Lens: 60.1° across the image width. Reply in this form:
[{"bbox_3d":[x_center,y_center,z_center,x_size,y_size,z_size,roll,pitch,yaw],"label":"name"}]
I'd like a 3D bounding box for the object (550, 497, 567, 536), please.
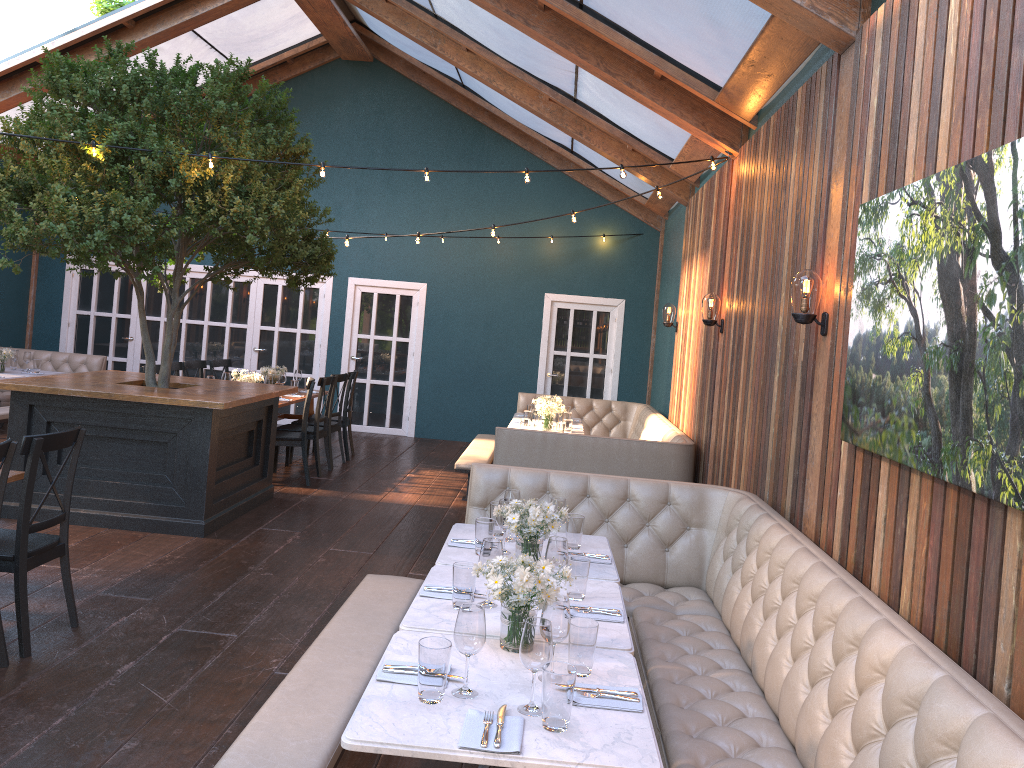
[{"bbox_3d":[0.211,0.663,4.187,0.092,0.244,0.092,4,1,-39],"label":"object"}]

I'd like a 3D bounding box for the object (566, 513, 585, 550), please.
[{"bbox_3d":[0.299,0.709,4.247,0.091,0.158,0.092,5,1,-11],"label":"object"}]

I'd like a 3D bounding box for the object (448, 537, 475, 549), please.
[{"bbox_3d":[-0.171,0.746,4.154,0.255,0.019,0.158,5,4,3],"label":"object"}]

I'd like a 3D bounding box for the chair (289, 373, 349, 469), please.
[{"bbox_3d":[-2.139,0.376,9.862,0.540,1.020,0.477,5,1,8],"label":"chair"}]

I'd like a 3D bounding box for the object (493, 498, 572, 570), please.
[{"bbox_3d":[0.078,0.642,3.848,0.336,0.309,0.329,5,2,15],"label":"object"}]

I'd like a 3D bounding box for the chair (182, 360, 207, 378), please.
[{"bbox_3d":[-3.431,0.263,9.933,0.540,1.020,0.477,5,1,8],"label":"chair"}]

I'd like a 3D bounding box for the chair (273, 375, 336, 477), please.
[{"bbox_3d":[-2.170,0.410,9.302,0.539,1.020,0.477,5,1,3],"label":"chair"}]

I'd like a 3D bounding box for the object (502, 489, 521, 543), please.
[{"bbox_3d":[-0.005,0.638,4.294,0.092,0.244,0.092,4,1,-39],"label":"object"}]

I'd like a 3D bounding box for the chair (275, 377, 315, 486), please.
[{"bbox_3d":[-2.221,0.444,8.727,0.539,1.020,0.478,5,1,-14],"label":"chair"}]

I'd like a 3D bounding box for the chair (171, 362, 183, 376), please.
[{"bbox_3d":[-3.447,0.299,9.373,0.539,1.020,0.478,5,1,-2],"label":"chair"}]

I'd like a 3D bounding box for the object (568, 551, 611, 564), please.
[{"bbox_3d":[0.333,0.793,4.086,0.255,0.019,0.158,5,4,3],"label":"object"}]

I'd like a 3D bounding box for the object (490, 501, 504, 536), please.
[{"bbox_3d":[-0.068,0.669,4.385,0.091,0.158,0.092,5,1,-11],"label":"object"}]

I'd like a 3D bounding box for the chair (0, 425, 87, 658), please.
[{"bbox_3d":[-2.445,0.718,4.317,0.539,1.020,0.477,5,1,3],"label":"chair"}]

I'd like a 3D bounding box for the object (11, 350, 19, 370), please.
[{"bbox_3d":[-6.016,-0.289,10.703,0.092,0.244,0.092,4,1,-45],"label":"object"}]

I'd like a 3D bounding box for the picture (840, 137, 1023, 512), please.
[{"bbox_3d":[1.403,-0.207,2.905,0.065,0.997,1.652,5,3,3],"label":"picture"}]

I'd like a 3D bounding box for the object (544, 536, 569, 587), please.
[{"bbox_3d":[0.167,0.712,3.388,0.092,0.244,0.092,4,1,-39],"label":"object"}]

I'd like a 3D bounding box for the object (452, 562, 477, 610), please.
[{"bbox_3d":[-0.176,0.738,3.221,0.091,0.158,0.092,5,1,-11],"label":"object"}]

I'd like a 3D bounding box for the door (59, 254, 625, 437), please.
[{"bbox_3d":[-2.548,-0.451,12.808,8.173,2.210,0.174,5,0,3],"label":"door"}]

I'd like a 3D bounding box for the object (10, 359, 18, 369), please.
[{"bbox_3d":[-6.079,-0.257,10.794,0.091,0.158,0.092,5,1,-11],"label":"object"}]

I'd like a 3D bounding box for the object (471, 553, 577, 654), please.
[{"bbox_3d":[0.026,0.701,2.890,0.337,0.309,0.329,5,2,20],"label":"object"}]

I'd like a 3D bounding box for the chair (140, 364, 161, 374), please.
[{"bbox_3d":[-3.430,0.338,8.811,0.539,1.020,0.477,5,1,3],"label":"chair"}]

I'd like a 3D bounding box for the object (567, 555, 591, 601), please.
[{"bbox_3d":[0.254,0.758,3.448,0.091,0.158,0.092,5,1,-11],"label":"object"}]

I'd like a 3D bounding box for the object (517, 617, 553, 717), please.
[{"bbox_3d":[0.063,0.768,2.411,0.092,0.244,0.092,4,1,-39],"label":"object"}]

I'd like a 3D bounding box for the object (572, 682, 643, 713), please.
[{"bbox_3d":[0.247,0.888,2.537,0.255,0.019,0.158,5,4,3],"label":"object"}]

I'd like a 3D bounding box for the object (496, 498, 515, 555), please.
[{"bbox_3d":[-0.031,0.652,4.053,0.092,0.244,0.092,4,1,-39],"label":"object"}]

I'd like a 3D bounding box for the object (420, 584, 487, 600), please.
[{"bbox_3d":[-0.222,0.793,3.383,0.255,0.019,0.158,5,4,3],"label":"object"}]

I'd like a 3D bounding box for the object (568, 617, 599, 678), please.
[{"bbox_3d":[0.213,0.805,2.698,0.091,0.158,0.092,5,1,-11],"label":"object"}]

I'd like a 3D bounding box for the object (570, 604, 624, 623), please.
[{"bbox_3d":[0.289,0.842,3.286,0.255,0.019,0.158,5,4,3],"label":"object"}]

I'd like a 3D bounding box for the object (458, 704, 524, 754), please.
[{"bbox_3d":[-0.048,0.881,2.280,0.157,0.019,0.255,5,4,3],"label":"object"}]

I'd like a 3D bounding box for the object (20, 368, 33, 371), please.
[{"bbox_3d":[-5.924,-0.177,10.834,0.157,0.019,0.255,5,4,3],"label":"object"}]

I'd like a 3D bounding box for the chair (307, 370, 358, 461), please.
[{"bbox_3d":[-2.108,0.341,10.420,0.539,1.020,0.478,5,1,-2],"label":"chair"}]

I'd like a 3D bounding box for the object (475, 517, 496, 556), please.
[{"bbox_3d":[-0.125,0.691,3.993,0.091,0.158,0.092,5,1,-11],"label":"object"}]

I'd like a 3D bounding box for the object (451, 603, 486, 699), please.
[{"bbox_3d":[-0.122,0.748,2.486,0.092,0.244,0.092,5,0,6],"label":"object"}]

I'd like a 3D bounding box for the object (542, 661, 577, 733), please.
[{"bbox_3d":[0.119,0.822,2.320,0.092,0.158,0.091,6,1,39],"label":"object"}]

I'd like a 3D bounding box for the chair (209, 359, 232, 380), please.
[{"bbox_3d":[-3.321,0.236,10.488,0.540,1.020,0.477,5,1,9],"label":"chair"}]

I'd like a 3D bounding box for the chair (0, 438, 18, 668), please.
[{"bbox_3d":[-2.476,0.752,3.757,0.539,1.020,0.478,5,1,-2],"label":"chair"}]

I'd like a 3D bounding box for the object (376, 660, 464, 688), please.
[{"bbox_3d":[-0.263,0.842,2.587,0.255,0.019,0.158,5,4,3],"label":"object"}]

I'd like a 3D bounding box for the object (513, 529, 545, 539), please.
[{"bbox_3d":[0.087,0.750,4.425,0.157,0.019,0.255,5,4,3],"label":"object"}]

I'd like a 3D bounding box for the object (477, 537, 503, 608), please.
[{"bbox_3d":[-0.081,0.698,3.281,0.092,0.244,0.092,4,1,-39],"label":"object"}]

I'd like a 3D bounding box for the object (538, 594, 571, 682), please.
[{"bbox_3d":[0.126,0.758,2.638,0.092,0.244,0.092,4,1,-39],"label":"object"}]

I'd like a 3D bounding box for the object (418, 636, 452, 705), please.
[{"bbox_3d":[-0.217,0.787,2.426,0.091,0.158,0.092,5,1,-11],"label":"object"}]
